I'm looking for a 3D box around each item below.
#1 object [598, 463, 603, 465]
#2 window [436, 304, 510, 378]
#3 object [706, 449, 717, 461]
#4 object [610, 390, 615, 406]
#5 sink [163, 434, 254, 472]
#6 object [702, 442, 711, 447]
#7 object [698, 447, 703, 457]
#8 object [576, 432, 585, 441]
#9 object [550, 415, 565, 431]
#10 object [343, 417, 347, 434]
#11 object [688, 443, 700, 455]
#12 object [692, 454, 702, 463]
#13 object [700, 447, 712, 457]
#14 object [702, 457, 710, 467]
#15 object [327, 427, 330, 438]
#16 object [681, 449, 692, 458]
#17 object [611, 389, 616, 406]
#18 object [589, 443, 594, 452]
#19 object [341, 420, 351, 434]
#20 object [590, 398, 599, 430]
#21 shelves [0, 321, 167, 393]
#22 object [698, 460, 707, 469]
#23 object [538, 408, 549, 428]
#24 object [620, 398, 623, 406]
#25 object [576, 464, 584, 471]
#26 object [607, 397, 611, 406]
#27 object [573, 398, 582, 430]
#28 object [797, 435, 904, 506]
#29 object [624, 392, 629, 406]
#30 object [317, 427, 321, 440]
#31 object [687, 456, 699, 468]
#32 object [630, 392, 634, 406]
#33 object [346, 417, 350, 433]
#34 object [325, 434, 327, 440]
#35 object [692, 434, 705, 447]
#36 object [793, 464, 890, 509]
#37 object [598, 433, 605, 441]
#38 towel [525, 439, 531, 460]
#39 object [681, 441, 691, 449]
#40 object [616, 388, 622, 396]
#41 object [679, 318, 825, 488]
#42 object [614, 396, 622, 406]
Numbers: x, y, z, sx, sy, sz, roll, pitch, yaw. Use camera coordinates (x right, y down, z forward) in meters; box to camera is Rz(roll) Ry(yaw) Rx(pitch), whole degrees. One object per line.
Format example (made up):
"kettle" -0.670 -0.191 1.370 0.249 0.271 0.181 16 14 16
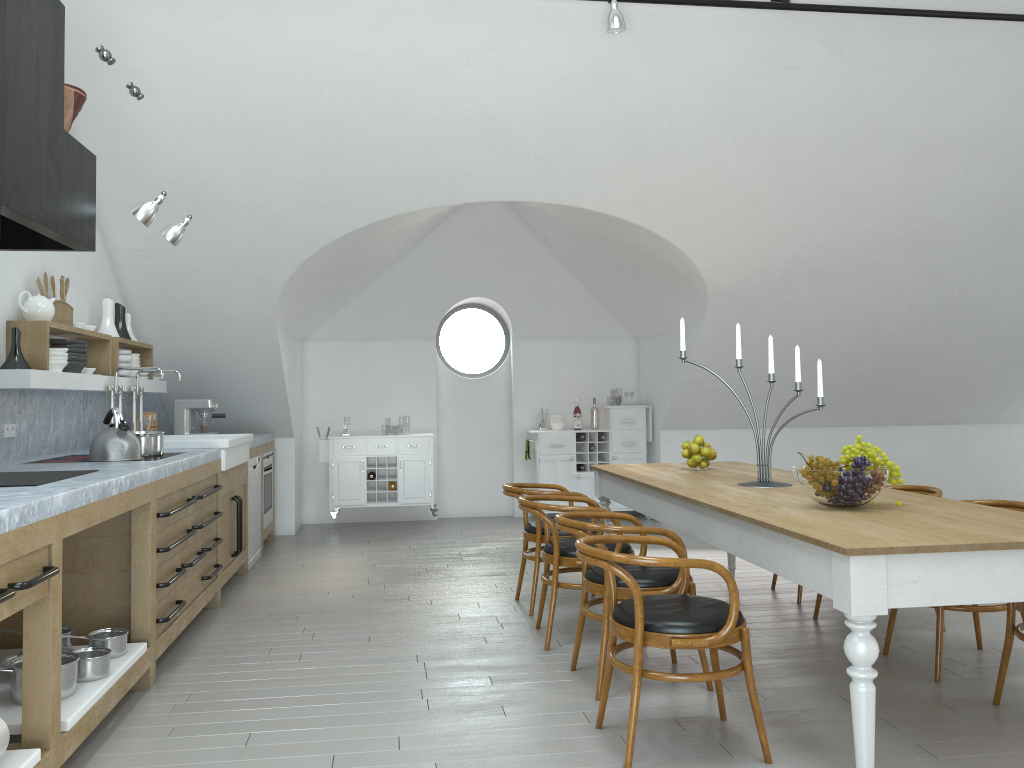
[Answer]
"object" 0.899 0.850 9.124 0.081 0.081 0.358 0 -1 -10
"window" -0.426 -0.461 9.541 0.900 0.901 0.060 -1 -3 -8
"object" 1.194 0.424 5.317 0.071 0.072 0.070 1 -2 -43
"object" 1.044 0.146 9.180 0.048 0.169 0.048 -2 -3 25
"sink" -2.188 0.459 5.967 0.727 0.202 1.020 -1 -1 -8
"object" 1.174 0.380 5.346 0.058 0.057 0.053 -1 -2 7
"object" 1.133 0.421 5.406 0.076 0.076 0.077 1 -2 -41
"object" 0.692 0.544 9.114 0.092 0.094 0.359 -1 -1 -7
"object" 0.465 0.398 9.097 0.154 0.160 0.157 -1 -2 20
"object" -1.661 0.412 8.812 0.039 0.175 0.054 0 -3 -8
"object" 1.086 0.388 5.298 0.066 0.071 0.072 1 -2 -39
"object" 1.099 0.442 5.275 0.059 0.056 0.059 0 -2 -13
"object" 1.154 0.404 5.271 0.071 0.064 0.072 0 -2 -15
"object" 1.165 0.475 5.363 0.063 0.063 0.064 -1 -2 3
"object" -1.786 0.546 8.538 0.088 0.269 0.029 -2 -3 19
"object" 1.052 0.418 5.345 0.062 0.059 0.062 -1 -2 -4
"object" 1.074 0.143 9.324 0.054 0.179 0.054 0 -3 -14
"object" 0.793 0.653 9.129 0.085 0.085 0.330 -1 -1 -8
"object" -1.649 0.427 8.815 0.097 0.137 0.029 -1 -3 -5
"object" 0.855 0.308 9.175 0.085 0.331 0.085 -3 -3 41
"shelves" -2.379 -0.661 4.420 0.480 1.363 5.544 0 -1 -13
"object" 1.139 0.481 5.298 0.050 0.050 0.051 -1 -2 -4
"object" 0.335 0.358 9.307 0.115 0.209 0.065 -1 -3 -6
"object" 1.109 0.188 9.195 0.077 0.085 0.077 -1 -2 0
"object" 0.726 0.849 9.107 0.156 0.085 0.331 -1 -1 -7
"object" 1.038 0.186 9.254 0.093 0.093 0.094 -2 -2 25
"object" 0.676 0.311 9.156 0.081 0.330 0.081 0 -3 -12
"object" 1.326 0.346 3.495 0.393 0.285 0.292 1 -2 -44
"object" 1.190 0.155 9.203 0.046 0.143 0.046 -1 -2 3
"object" -1.840 0.546 8.530 0.088 0.269 0.029 1 -3 -35
"object" 1.093 0.468 5.347 0.078 0.074 0.080 -2 -2 37
"object" 1.250 0.155 9.244 0.046 0.143 0.046 -1 -2 3
"object" -1.627 0.413 8.802 0.039 0.164 0.024 -1 -3 5
"object" -1.797 0.607 8.562 0.038 0.262 0.038 -2 -3 25
"object" 1.122 0.341 5.333 0.072 0.074 0.072 -1 -2 -8
"object" 1.300 0.410 3.503 0.360 0.160 0.359 0 -1 -28
"object" 0.899 0.545 9.134 0.087 0.085 0.359 -1 -1 -8
"towel" 0.158 0.677 9.143 0.049 0.204 0.150 0 -2 -7
"object" 1.059 0.374 5.381 0.062 0.060 0.062 -1 -2 -7
"object" 1.132 0.139 9.350 0.063 0.187 0.063 0 -3 -22
"object" 1.210 0.069 4.491 0.265 0.876 0.774 1 -3 -34
"object" 1.090 0.176 9.111 0.081 0.105 0.081 -2 -2 30
